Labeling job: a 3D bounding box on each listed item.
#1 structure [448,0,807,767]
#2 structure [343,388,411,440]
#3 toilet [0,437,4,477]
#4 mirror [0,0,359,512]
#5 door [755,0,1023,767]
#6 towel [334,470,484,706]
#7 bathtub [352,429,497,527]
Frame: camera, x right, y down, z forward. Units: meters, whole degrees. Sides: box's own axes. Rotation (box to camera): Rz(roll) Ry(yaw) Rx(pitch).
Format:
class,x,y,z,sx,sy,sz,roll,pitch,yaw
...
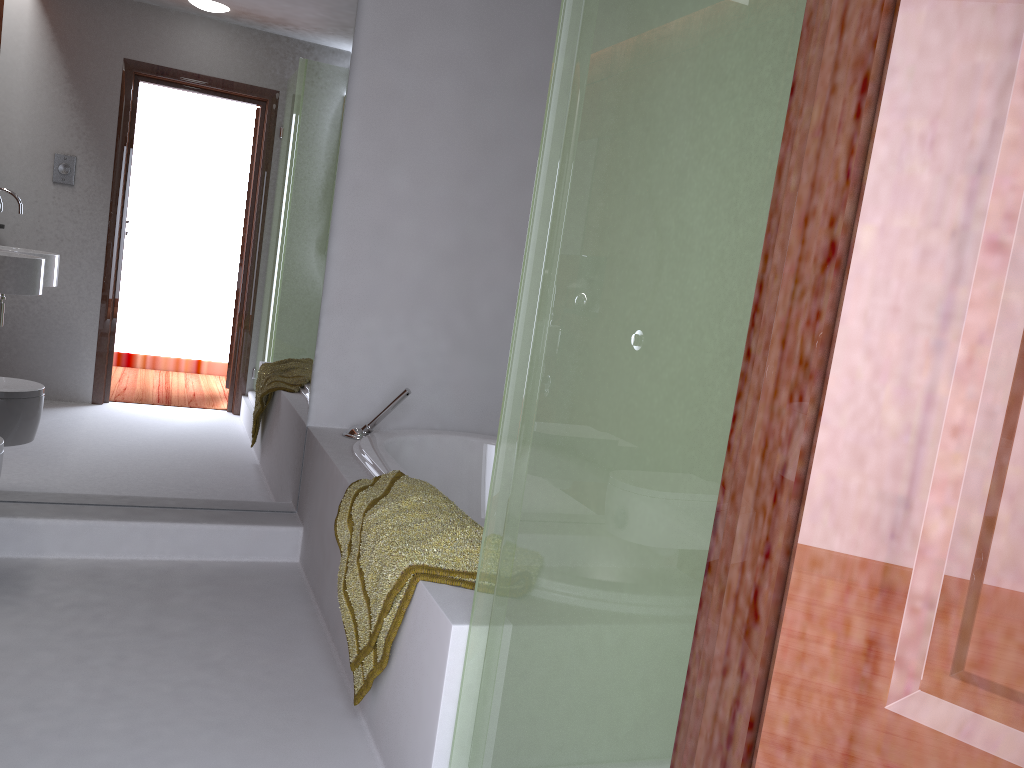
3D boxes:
class,x,y,z,sx,sy,sz,roll,pitch,yaw
structure,0.607,-0.021,1.400,1.015,2.079,0.765,6,7,-22
structure,-0.477,0.119,3.162,0.239,0.257,0.112,9,7,9
toilet,-1.678,0.277,2.366,0.547,0.284,0.329,6,7,-22
mirror,-1.295,-0.671,2.865,1.433,2.183,0.019,6,7,-22
door,0.467,0.080,0.436,0.708,1.780,0.095,15,9,43
towel,-0.226,0.514,2.187,0.349,0.452,0.890,5,7,-28
bathtub,0.024,0.519,2.641,0.881,0.424,1.683,6,7,-22
